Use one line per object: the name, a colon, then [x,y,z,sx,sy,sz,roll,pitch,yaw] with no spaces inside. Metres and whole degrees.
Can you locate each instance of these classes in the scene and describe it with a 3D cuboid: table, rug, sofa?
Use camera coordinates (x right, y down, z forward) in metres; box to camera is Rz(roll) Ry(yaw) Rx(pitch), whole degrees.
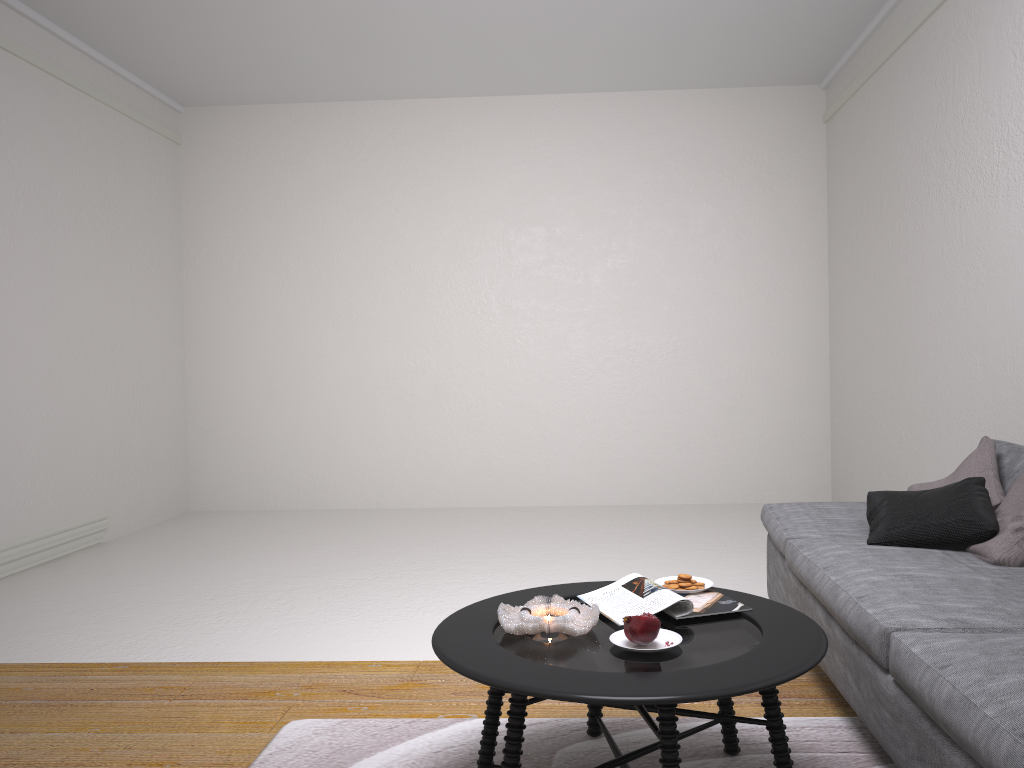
table: [0.284,0.817,2.172,0.943,0.449,0.944,-1,1,1]
rug: [0.127,1.054,0.850,1.947,0.008,3.715,-1,1,4]
sofa: [1.444,0.641,2.142,1.100,0.772,3.064,-1,1,5]

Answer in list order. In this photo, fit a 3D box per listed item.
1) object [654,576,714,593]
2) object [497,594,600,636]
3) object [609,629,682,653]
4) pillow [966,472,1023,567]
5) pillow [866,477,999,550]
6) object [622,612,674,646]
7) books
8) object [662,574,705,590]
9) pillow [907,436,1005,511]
object: [0.486,0.571,2.509,0.169,0.015,0.166,-1,1,-14]
object: [0.091,0.574,2.188,0.251,0.062,0.256,-1,1,11]
object: [0.310,0.595,2.050,0.171,0.015,0.164,-2,1,-41]
pillow: [1.639,0.413,2.874,0.337,0.318,0.423,-1,1,4]
pillow: [1.444,0.471,3.072,0.415,0.268,0.407,-1,1,24]
object: [0.304,0.561,2.038,0.108,0.082,0.090,0,1,38]
books: [0.399,0.562,2.371,0.377,0.048,0.301,-2,1,-17]
object: [0.486,0.558,2.511,0.122,0.036,0.117,-2,1,-35]
pillow: [1.661,0.423,3.311,0.347,0.448,0.486,-1,1,25]
